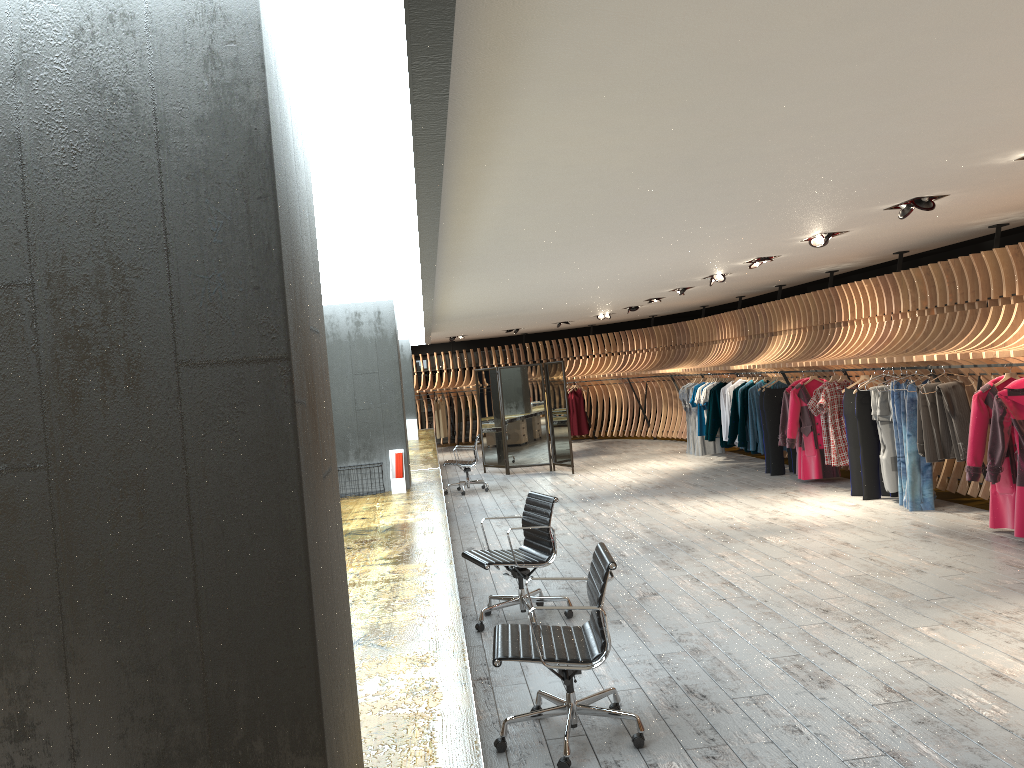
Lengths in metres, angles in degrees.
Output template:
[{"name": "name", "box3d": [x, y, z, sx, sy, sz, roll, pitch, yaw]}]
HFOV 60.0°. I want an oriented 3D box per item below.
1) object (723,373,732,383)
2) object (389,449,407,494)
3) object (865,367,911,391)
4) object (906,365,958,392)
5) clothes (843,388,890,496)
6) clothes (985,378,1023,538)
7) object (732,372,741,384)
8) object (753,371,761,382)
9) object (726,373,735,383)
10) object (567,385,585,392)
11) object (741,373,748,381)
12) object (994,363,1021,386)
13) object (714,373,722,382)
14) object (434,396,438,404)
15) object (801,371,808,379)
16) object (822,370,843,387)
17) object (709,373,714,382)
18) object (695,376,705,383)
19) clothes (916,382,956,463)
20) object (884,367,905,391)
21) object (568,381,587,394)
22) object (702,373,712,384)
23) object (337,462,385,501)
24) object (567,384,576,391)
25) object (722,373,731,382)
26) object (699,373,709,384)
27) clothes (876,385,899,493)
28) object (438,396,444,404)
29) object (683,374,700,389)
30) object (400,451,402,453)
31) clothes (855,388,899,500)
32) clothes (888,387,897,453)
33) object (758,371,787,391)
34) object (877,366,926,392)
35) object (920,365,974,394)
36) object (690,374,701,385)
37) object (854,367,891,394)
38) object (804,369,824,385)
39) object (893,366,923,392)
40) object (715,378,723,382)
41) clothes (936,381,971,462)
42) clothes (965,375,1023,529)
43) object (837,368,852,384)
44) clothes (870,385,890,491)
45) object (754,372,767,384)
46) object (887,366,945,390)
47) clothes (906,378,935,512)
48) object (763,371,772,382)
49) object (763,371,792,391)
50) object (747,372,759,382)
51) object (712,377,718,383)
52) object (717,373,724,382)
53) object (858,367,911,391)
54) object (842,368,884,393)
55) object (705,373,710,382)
[{"name": "object", "box3d": [3.566, -0.051, 14.570, 0.525, 0.270, 0.012, -5, 0, -6]}, {"name": "object", "box3d": [-1.060, 0.808, 8.224, 0.129, 0.383, 0.239, -5, 0, -5]}, {"name": "object", "box3d": [4.031, -0.059, 9.481, 0.549, 0.250, 0.023, -5, 0, -4]}, {"name": "object", "box3d": [4.109, -0.062, 8.668, 0.549, 0.243, 0.023, -5, 0, -4]}, {"name": "clothes", "box3d": [4.047, 0.697, 9.998, 0.539, 1.353, 0.087, -5, 0, 34]}, {"name": "clothes", "box3d": [4.311, 0.578, 7.220, 0.839, 1.312, 0.321, -5, 0, 24]}, {"name": "object", "box3d": [3.602, -0.057, 14.070, 0.525, 0.270, 0.012, -5, 0, -1]}, {"name": "object", "box3d": [3.668, -0.053, 13.302, 0.525, 0.270, 0.012, -5, 0, -6]}, {"name": "object", "box3d": [3.564, -0.049, 14.442, 0.525, 0.270, 0.012, -5, 0, -1]}, {"name": "object", "box3d": [1.467, 0.077, 20.989, 0.525, 0.270, 0.012, -5, 0, -6]}, {"name": "object", "box3d": [3.625, -0.057, 13.837, 0.525, 0.270, 0.012, -5, 0, -6]}, {"name": "object", "box3d": [4.241, -0.045, 7.532, 0.525, 0.270, 0.012, -5, 0, 15]}, {"name": "object", "box3d": [3.511, -0.046, 15.121, 0.524, 0.285, 0.013, -5, 0, -11]}, {"name": "object", "box3d": [-1.953, 0.372, 22.833, 0.012, 0.270, 0.525, -5, 0, 10]}, {"name": "object", "box3d": [3.827, -0.051, 11.608, 0.525, 0.270, 0.012, -5, 0, -6]}, {"name": "object", "box3d": [3.912, -0.050, 10.718, 0.525, 0.270, 0.012, -5, 0, -6]}, {"name": "object", "box3d": [3.478, -0.052, 15.310, 0.525, 0.270, 0.012, -5, 0, -1]}, {"name": "object", "box3d": [3.404, -0.053, 16.027, 0.525, 0.270, 0.012, -5, 0, 9]}, {"name": "clothes", "box3d": [4.122, 0.376, 8.659, 0.278, 0.767, 0.263, -5, 0, 2]}, {"name": "object", "box3d": [4.040, -0.063, 9.373, 0.549, 0.243, 0.023, -6, 0, -44]}, {"name": "object", "box3d": [1.532, 0.072, 20.912, 0.525, 0.270, 0.012, -5, 0, -30]}, {"name": "object", "box3d": [3.441, -0.043, 15.414, 0.523, 0.289, 0.015, -5, 0, 5]}, {"name": "object", "box3d": [-1.402, 0.891, 8.133, 0.459, 0.289, 0.329, -5, 0, -8]}, {"name": "object", "box3d": [1.351, 0.087, 21.099, 0.525, 0.270, 0.012, -5, 0, -30]}, {"name": "object", "box3d": [3.546, -0.050, 14.651, 0.525, 0.270, 0.012, -5, 0, -6]}, {"name": "object", "box3d": [3.439, -0.055, 15.856, 0.525, 0.270, 0.012, -5, 0, -20]}, {"name": "clothes", "box3d": [4.056, 0.585, 9.484, 0.278, 1.141, 0.172, -5, 0, 2]}, {"name": "object", "box3d": [-1.823, 0.360, 22.828, 0.012, 0.270, 0.525, -5, 0, 15]}, {"name": "object", "box3d": [3.377, -0.054, 16.307, 0.525, 0.270, 0.012, -5, 0, 9]}, {"name": "object", "box3d": [-1.024, 0.810, 8.231, 0.045, 0.359, 0.207, -5, 0, -5]}, {"name": "clothes", "box3d": [4.084, 0.696, 9.797, 0.539, 1.353, 0.087, -5, 0, -6]}, {"name": "clothes", "box3d": [4.123, 0.582, 9.383, 0.169, 1.143, 0.273, -6, -1, 42]}, {"name": "object", "box3d": [3.746, -0.051, 12.572, 0.525, 0.270, 0.012, -5, 0, 20]}, {"name": "object", "box3d": [4.060, -0.062, 9.217, 0.549, 0.243, 0.023, -5, 0, 1]}, {"name": "object", "box3d": [4.157, -0.055, 8.480, 0.547, 0.262, 0.023, -5, 0, -4]}, {"name": "object", "box3d": [3.383, -0.053, 16.162, 0.525, 0.270, 0.012, -5, 0, -15]}, {"name": "object", "box3d": [4.014, -0.049, 9.796, 0.525, 0.270, 0.012, -5, 0, -6]}, {"name": "object", "box3d": [3.872, -0.052, 11.365, 0.525, 0.270, 0.012, -5, 0, 4]}, {"name": "object", "box3d": [4.064, -0.060, 9.109, 0.549, 0.243, 0.023, -5, 0, -34]}, {"name": "object", "box3d": [3.506, -0.055, 15.006, 0.525, 0.270, 0.012, -5, 0, -20]}, {"name": "clothes", "box3d": [4.259, 0.358, 8.498, 0.336, 0.776, 0.255, -5, 0, 10]}, {"name": "clothes", "box3d": [4.282, 0.578, 7.507, 0.839, 1.312, 0.321, -5, 0, 14]}, {"name": "object", "box3d": [3.927, -0.043, 10.505, 0.524, 0.286, 0.015, -5, 0, -21]}, {"name": "clothes", "box3d": [4.059, 0.586, 9.592, 0.273, 1.143, 0.170, -5, 0, 27]}, {"name": "object", "box3d": [3.697, -0.053, 13.193, 0.525, 0.270, 0.012, -5, 0, -6]}, {"name": "object", "box3d": [4.095, -0.055, 8.991, 0.548, 0.256, 0.023, -5, 0, 20]}, {"name": "clothes", "box3d": [4.121, 0.722, 8.943, 0.373, 1.536, 0.312, -5, 0, 6]}, {"name": "object", "box3d": [3.711, -0.053, 12.869, 0.525, 0.270, 0.012, -5, 0, 4]}, {"name": "object", "box3d": [3.753, -0.050, 12.392, 0.525, 0.270, 0.012, -5, 0, -1]}, {"name": "object", "box3d": [3.653, -0.052, 13.505, 0.525, 0.270, 0.012, -5, 0, -1]}, {"name": "object", "box3d": [3.510, -0.048, 15.226, 0.523, 0.291, 0.013, -5, 0, -11]}, {"name": "object", "box3d": [3.508, -0.043, 14.833, 0.524, 0.284, 0.014, -5, 0, 5]}, {"name": "object", "box3d": [4.021, -0.063, 9.577, 0.549, 0.243, 0.023, -5, 0, 31]}, {"name": "object", "box3d": [3.985, -0.048, 10.007, 0.525, 0.270, 0.012, -5, 0, 35]}, {"name": "object", "box3d": [3.466, -0.053, 15.551, 0.525, 0.270, 0.012, -5, 0, 20]}]
